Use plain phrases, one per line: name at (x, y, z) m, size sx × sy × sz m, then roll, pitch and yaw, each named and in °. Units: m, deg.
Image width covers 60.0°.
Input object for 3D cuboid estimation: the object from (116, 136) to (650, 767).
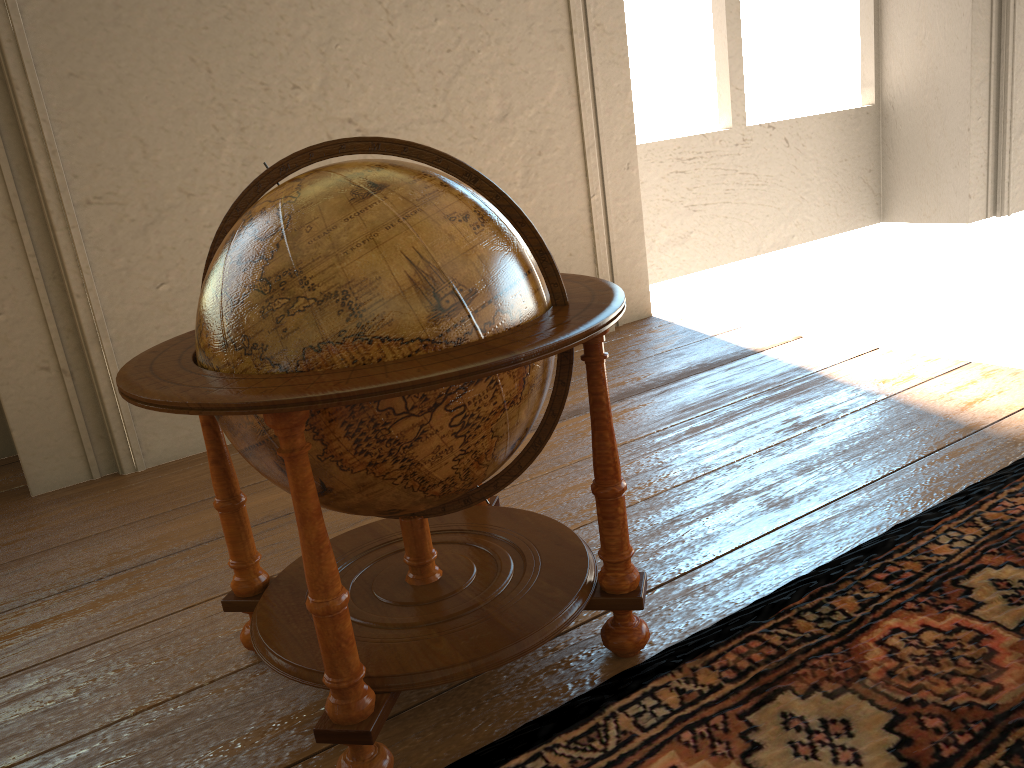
object at (-0.314, 0.089, 2.376) m, size 1.279 × 1.456 × 1.271 m, roll -6°, pitch 17°, yaw 7°
